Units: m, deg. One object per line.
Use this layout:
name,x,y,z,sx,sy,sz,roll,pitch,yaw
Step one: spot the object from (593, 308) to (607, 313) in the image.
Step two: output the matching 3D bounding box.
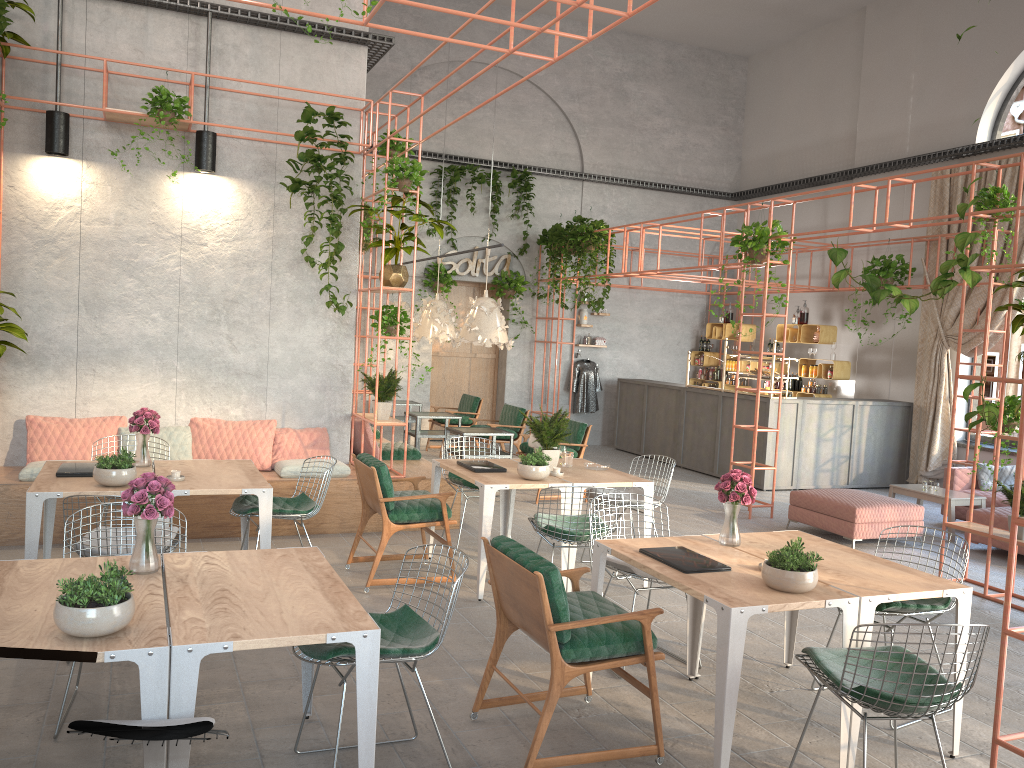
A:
object,1.555,-1.301,15.652,0.263,0.101,0.013,2,3,-23

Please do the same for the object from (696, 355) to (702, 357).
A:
object,3.442,-0.423,16.313,0.131,0.207,0.131,4,3,22

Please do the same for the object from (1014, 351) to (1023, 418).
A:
object,2.357,-0.022,3.282,0.894,1.100,0.900,3,3,6

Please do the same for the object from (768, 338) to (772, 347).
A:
object,4.209,-0.603,14.486,0.066,0.291,0.066,6,4,37

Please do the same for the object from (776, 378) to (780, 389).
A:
object,4.288,-0.023,14.239,0.073,0.219,0.105,2,3,-17

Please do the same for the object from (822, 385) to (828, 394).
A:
object,4.794,0.086,13.573,0.073,0.131,0.073,1,4,-30

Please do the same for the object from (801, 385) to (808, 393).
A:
object,4.529,0.078,13.682,0.115,0.107,0.115,2,4,-26

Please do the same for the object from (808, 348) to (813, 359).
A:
object,4.584,-0.468,13.628,0.083,0.159,0.083,4,3,22

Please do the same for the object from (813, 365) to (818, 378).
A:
object,4.611,-0.190,13.463,0.069,0.191,0.069,3,3,-6

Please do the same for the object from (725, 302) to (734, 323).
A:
object,3.858,-1.263,15.715,0.134,0.386,0.134,4,3,11

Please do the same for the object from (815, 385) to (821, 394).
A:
object,4.664,0.083,13.512,0.073,0.131,0.073,1,4,-30

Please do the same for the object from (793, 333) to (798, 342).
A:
object,4.485,-0.723,13.927,0.123,0.142,0.141,2,3,-23

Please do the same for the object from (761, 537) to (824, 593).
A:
object,1.254,0.810,3.998,0.247,0.247,0.252,2,3,-23

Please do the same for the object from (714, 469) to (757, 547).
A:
object,1.201,0.666,4.787,0.213,0.414,0.225,1,4,-31

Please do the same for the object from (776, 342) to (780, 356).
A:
object,4.355,-0.598,14.546,0.066,0.291,0.066,4,3,17

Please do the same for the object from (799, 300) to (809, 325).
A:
object,4.601,-1.123,13.950,0.134,0.386,0.134,1,4,-34

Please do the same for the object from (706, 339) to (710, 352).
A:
object,3.613,-0.738,16.311,0.066,0.291,0.066,4,3,17

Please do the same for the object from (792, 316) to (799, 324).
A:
object,4.451,-0.998,13.930,0.088,0.123,0.088,5,4,33

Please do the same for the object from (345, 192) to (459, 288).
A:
object,-1.032,-1.374,8.333,0.934,0.947,0.903,5,4,29

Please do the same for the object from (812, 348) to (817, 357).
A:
object,4.619,-0.461,13.544,0.083,0.159,0.083,4,3,22

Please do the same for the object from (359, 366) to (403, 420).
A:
object,-1.240,0.080,8.451,0.438,0.527,0.368,2,3,-23

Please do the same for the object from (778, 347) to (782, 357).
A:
object,4.381,-0.519,14.449,0.115,0.147,0.115,2,3,-14

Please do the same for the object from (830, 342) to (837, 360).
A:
object,4.838,-0.495,13.348,0.075,0.273,0.075,1,4,-34

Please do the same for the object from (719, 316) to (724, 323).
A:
object,3.708,-1.138,15.695,0.088,0.123,0.088,5,4,33

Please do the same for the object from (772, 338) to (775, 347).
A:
object,4.280,-0.601,14.516,0.066,0.291,0.066,2,3,-16

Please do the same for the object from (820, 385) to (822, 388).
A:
object,4.743,0.077,13.695,0.073,0.131,0.073,6,4,38

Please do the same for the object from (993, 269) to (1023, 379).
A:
object,4.208,-0.495,6.828,0.923,0.946,0.924,5,4,33

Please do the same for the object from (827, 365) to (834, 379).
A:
object,4.770,-0.175,13.196,0.131,0.207,0.131,4,3,22

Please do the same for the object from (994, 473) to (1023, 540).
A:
object,4.027,0.959,6.964,0.438,0.527,0.368,2,3,-23

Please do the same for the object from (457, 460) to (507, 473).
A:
object,-0.241,0.645,6.944,0.268,0.031,0.427,2,3,-23

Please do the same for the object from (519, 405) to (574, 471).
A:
object,0.279,0.421,6.970,0.438,0.527,0.368,2,3,-23

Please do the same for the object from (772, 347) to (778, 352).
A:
object,4.260,-0.523,14.397,0.115,0.147,0.115,2,3,-14

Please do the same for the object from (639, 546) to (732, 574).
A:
object,0.851,0.873,4.393,0.268,0.031,0.427,2,3,-23

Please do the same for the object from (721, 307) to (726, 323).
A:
object,3.814,-1.234,15.907,0.134,0.301,0.134,1,4,-34

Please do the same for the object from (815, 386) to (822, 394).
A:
object,4.693,0.091,13.611,0.115,0.107,0.115,2,3,-17

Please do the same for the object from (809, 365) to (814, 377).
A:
object,4.576,-0.197,13.546,0.069,0.191,0.069,4,3,13

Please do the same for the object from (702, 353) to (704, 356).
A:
object,3.493,-0.438,16.162,0.072,0.248,0.094,2,3,-23

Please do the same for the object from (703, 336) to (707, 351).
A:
object,3.537,-0.741,16.281,0.066,0.291,0.066,2,3,-16

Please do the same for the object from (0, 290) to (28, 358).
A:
object,-4.319,-0.307,7.064,0.934,0.919,0.903,6,4,38

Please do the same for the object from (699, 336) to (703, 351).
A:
object,3.466,-0.743,16.250,0.066,0.291,0.066,6,4,37

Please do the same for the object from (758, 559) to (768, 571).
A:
object,1.254,0.877,4.297,0.115,0.073,0.115,1,4,-29

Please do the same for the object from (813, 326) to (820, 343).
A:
object,4.692,-0.753,13.599,0.137,0.261,0.137,4,3,13

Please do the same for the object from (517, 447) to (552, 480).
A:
object,0.162,0.581,6.548,0.248,0.247,0.254,2,3,-23

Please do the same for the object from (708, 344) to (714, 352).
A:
object,3.638,-0.659,16.213,0.115,0.147,0.115,4,3,22

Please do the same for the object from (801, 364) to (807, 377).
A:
object,4.513,-0.209,13.696,0.069,0.191,0.069,3,3,-11

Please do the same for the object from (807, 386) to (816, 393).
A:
object,4.579,0.087,13.563,0.115,0.107,0.115,5,4,33

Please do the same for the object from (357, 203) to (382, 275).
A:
object,-2.415,-2.231,13.636,0.900,1.101,0.894,5,4,36

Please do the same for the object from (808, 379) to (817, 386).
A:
object,4.621,-0.020,13.640,0.115,0.107,0.115,5,4,33

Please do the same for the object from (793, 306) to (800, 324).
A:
object,4.557,-1.094,14.143,0.134,0.301,0.134,1,4,-34

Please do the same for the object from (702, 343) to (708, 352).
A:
object,3.517,-0.663,16.162,0.115,0.147,0.115,4,3,22
